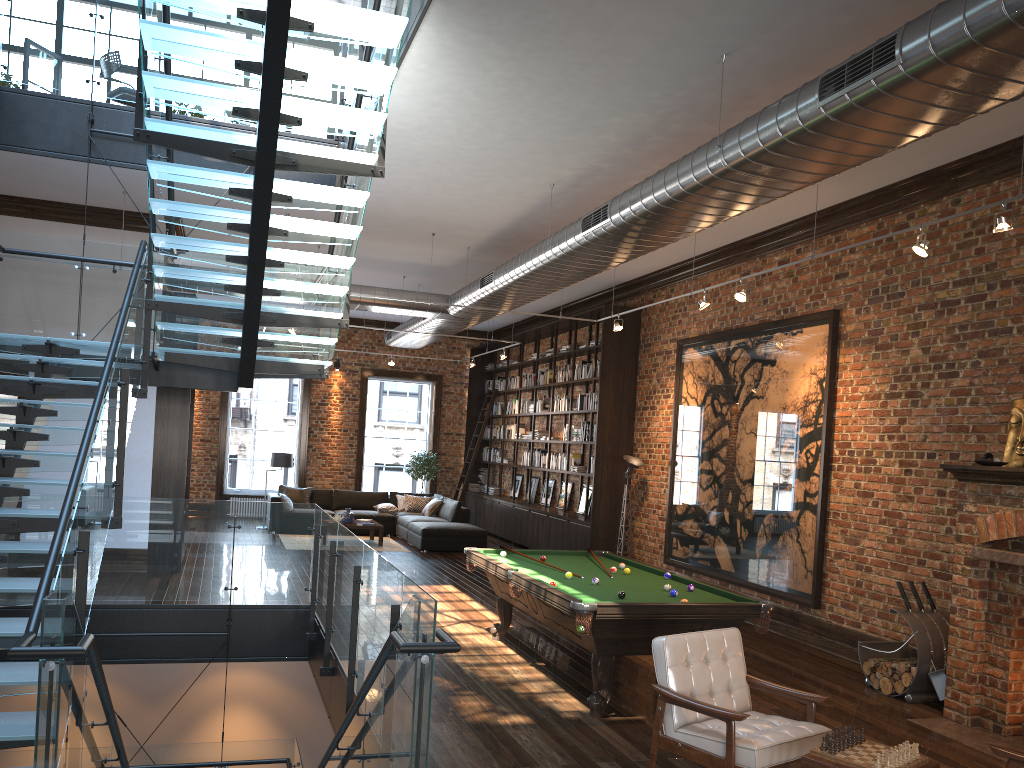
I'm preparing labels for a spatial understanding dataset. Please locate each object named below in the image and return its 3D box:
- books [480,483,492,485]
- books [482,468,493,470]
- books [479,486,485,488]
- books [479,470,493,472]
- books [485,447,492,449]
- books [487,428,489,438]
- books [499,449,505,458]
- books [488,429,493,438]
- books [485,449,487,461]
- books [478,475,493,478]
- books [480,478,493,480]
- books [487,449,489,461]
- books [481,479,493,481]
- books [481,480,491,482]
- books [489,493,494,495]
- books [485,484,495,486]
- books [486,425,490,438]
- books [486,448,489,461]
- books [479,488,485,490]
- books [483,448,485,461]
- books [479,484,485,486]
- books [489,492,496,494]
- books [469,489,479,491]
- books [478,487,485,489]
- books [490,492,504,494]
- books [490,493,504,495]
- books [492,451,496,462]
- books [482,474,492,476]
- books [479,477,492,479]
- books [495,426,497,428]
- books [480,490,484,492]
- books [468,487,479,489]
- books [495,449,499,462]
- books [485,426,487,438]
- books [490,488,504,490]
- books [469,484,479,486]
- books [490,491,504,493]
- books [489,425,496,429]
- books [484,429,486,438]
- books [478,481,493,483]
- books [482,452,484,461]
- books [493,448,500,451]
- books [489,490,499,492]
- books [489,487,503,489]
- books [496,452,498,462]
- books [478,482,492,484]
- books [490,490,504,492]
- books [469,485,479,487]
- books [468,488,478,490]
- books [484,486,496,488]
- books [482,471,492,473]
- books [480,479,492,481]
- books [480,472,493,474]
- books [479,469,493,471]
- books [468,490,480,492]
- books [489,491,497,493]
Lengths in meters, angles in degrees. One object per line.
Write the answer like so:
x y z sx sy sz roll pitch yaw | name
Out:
-0.591 2.234 19.909 0.211 0.019 0.342 4 -4 -13 | books
-0.549 1.907 19.907 0.178 0.013 0.357 5 -4 -16 | books
-0.598 2.315 19.909 0.208 0.014 0.346 4 -4 -12 | books
-0.583 1.955 19.897 0.251 0.006 0.271 5 -4 -19 | books
-0.532 1.577 19.971 0.158 0.319 0.013 3 1 -18 | books
-0.458 1.098 19.701 0.189 0.237 0.025 4 1 -18 | books
-0.221 1.546 19.032 0.129 0.282 0.030 3 1 -18 | books
-0.427 1.107 19.628 0.187 0.211 0.035 4 0 -18 | books
-0.518 1.598 19.888 0.177 0.266 0.026 4 1 -18 | books
-0.592 2.076 19.898 0.261 0.028 0.316 5 -4 -18 | books
-0.576 2.129 19.905 0.210 0.015 0.307 5 -4 -20 | books
-0.448 1.587 19.674 0.187 0.266 0.035 4 1 -18 | books
-0.565 2.149 19.909 0.189 0.012 0.321 5 -4 -19 | books
-0.575 2.181 19.912 0.183 0.034 0.271 4 -4 -12 | books
-0.340 2.367 19.031 0.229 0.008 0.330 5 -4 -15 | books
-0.480 2.220 19.477 0.176 0.005 0.288 4 -4 -12 | books
-0.471 1.071 19.760 0.187 0.297 0.016 4 1 -18 | books
-0.478 1.574 19.768 0.184 0.301 0.015 4 1 -18 | books
-0.604 2.357 19.909 0.227 0.008 0.352 5 -4 -21 | books
-0.554 1.592 20.026 0.181 0.294 0.050 4 1 -18 | books
-0.583 2.266 19.912 0.208 0.014 0.343 5 -4 -19 | books
-0.332 2.344 19.033 0.229 0.008 0.328 5 -4 -19 | books
-0.855 2.373 19.886 0.201 0.012 0.244 5 -4 -15 | books
-0.609 2.341 19.906 0.241 0.023 0.262 4 -4 -14 | books
-0.338 2.336 19.031 0.227 0.007 0.370 5 -4 -21 | books
-0.333 2.360 19.033 0.227 0.007 0.369 5 -4 -17 | books
-0.322 1.578 19.216 0.212 0.233 0.019 4 1 -18 | books
-0.556 2.041 19.909 0.172 0.011 0.325 5 -4 -15 | books
-0.588 2.113 19.901 0.239 0.015 0.249 5 -4 -16 | books
-0.295 1.052 19.272 0.159 0.285 0.014 4 1 -18 | books
-0.590 2.406 19.915 0.198 0.035 0.218 4 -4 -15 | books
-0.856 2.341 19.884 0.200 0.019 0.255 5 -4 -16 | books
-0.275 1.554 19.203 0.159 0.285 0.014 4 1 -18 | books
-0.510 1.088 19.924 0.171 0.282 0.027 4 1 -18 | books
-0.324 2.253 19.034 0.229 0.008 0.328 5 -4 -18 | books
-0.848 2.265 19.884 0.200 0.012 0.219 4 -4 -14 | books
-0.330 2.314 19.034 0.227 0.007 0.369 5 -4 -17 | books
-0.419 1.066 19.655 0.179 0.299 0.015 4 1 -18 | books
-0.529 1.117 19.974 0.179 0.228 0.016 4 1 -18 | books
-0.596 2.206 19.906 0.250 0.020 0.317 5 -4 -18 | books
-0.582 1.644 20.053 0.176 0.190 0.032 4 0 -18 | books
-0.341 1.550 19.337 0.165 0.304 0.013 4 1 -18 | books
-0.336 2.299 19.031 0.227 0.007 0.370 5 -4 -14 | books
-0.329 2.237 19.032 0.227 0.007 0.369 5 -4 -16 | books
-0.250 1.574 19.085 0.164 0.232 0.026 4 1 -18 | books
-0.603 2.219 19.904 0.246 0.008 0.307 5 -4 -21 | books
-0.335 2.291 19.031 0.229 0.008 0.330 5 -4 -21 | books
-0.859 2.282 19.881 0.186 0.013 0.272 5 -4 -16 | books
-0.875 2.353 19.878 0.170 0.008 0.259 5 -4 -18 | books
-0.481 2.264 19.482 0.176 0.005 0.287 5 -4 -22 | books
-0.561 1.975 19.905 0.184 0.030 0.265 4 -4 -12 | books
-0.577 2.159 19.911 0.208 0.009 0.344 5 -4 -17 | books
-0.568 1.994 19.903 0.208 0.009 0.344 5 -4 -20 | books
-0.585 1.926 19.896 0.240 0.007 0.318 5 -4 -22 | books
-0.858 2.397 19.886 0.207 0.013 0.279 5 -4 -17 | books
-0.334 2.321 19.032 0.229 0.008 0.329 5 -4 -20 | books
